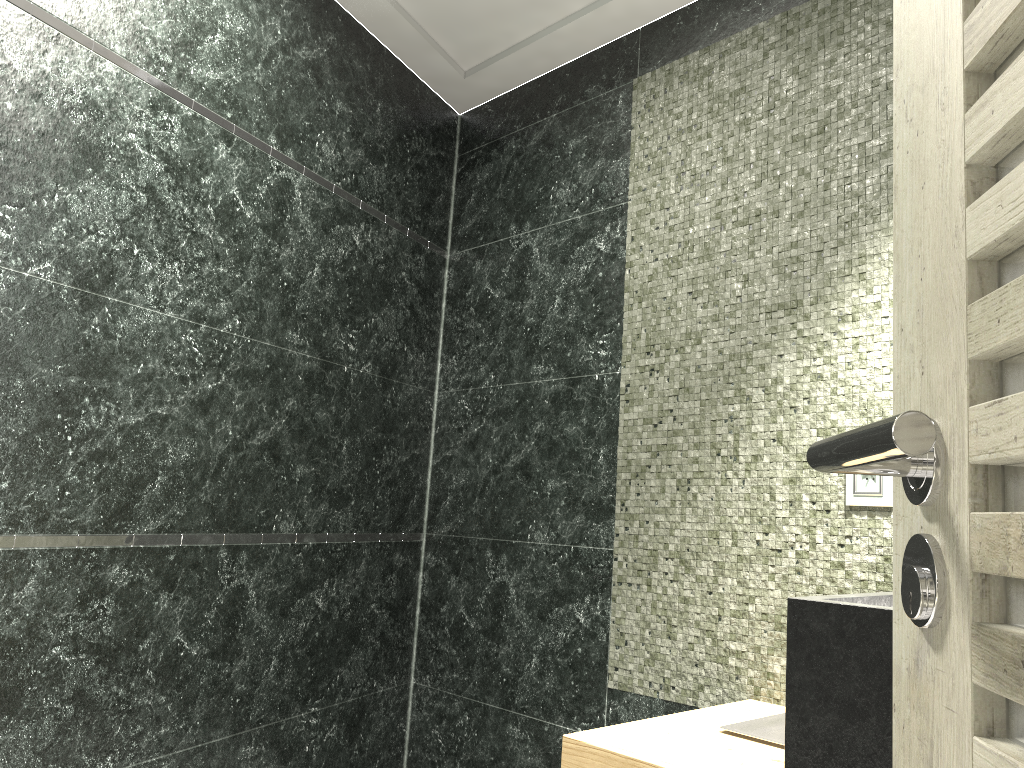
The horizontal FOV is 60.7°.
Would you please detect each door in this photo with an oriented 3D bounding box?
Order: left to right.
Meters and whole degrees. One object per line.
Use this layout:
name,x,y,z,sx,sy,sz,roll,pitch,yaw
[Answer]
door,0.032,-0.047,0.243,1.404,2.521,1.114,-2,-10,31

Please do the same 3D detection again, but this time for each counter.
counter,0.755,0.917,1.532,0.691,1.054,1.227,12,-12,-41

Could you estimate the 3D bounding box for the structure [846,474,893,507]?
structure,0.855,0.228,2.093,0.018,0.129,0.114,12,-12,-41

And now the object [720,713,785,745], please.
object,0.663,0.752,1.874,0.340,0.011,0.293,10,-11,-41
